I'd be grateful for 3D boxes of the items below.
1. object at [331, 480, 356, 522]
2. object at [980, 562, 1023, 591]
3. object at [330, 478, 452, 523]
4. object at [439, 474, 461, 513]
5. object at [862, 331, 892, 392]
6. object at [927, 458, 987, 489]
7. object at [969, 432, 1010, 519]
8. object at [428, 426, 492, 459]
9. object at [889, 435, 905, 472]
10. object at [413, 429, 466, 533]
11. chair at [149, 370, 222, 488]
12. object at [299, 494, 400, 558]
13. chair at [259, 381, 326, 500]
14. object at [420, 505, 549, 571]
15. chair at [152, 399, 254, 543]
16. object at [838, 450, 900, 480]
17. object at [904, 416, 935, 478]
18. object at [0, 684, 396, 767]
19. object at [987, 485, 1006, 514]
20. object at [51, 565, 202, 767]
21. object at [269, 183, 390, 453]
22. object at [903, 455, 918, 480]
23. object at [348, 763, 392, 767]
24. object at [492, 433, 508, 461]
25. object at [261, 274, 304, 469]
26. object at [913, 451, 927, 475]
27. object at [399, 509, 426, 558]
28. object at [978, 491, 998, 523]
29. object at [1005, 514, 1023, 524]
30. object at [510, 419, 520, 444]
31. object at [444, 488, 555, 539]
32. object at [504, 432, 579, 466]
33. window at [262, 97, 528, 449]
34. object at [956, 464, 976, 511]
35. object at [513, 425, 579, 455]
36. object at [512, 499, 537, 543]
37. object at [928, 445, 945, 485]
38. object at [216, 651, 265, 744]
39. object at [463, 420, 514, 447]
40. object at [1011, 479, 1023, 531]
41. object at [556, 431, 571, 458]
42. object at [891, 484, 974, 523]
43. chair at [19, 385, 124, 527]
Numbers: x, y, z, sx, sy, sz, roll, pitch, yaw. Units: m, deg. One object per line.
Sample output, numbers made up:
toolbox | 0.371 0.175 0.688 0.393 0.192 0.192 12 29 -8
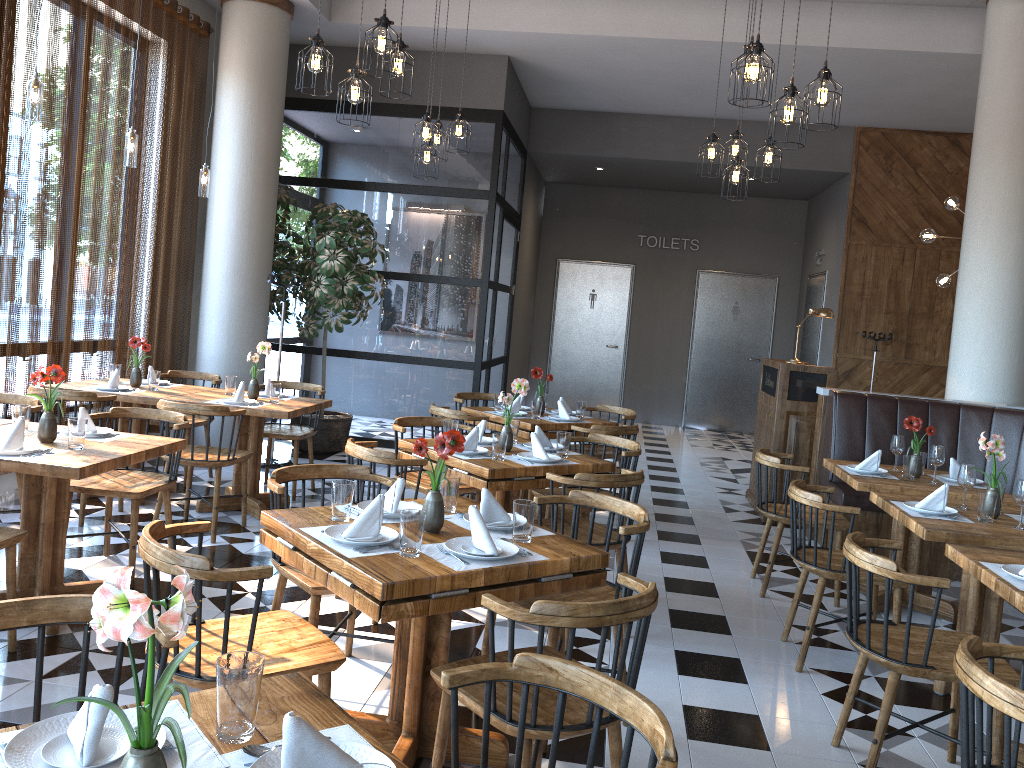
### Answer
object | -0.577 0.398 3.008 0.080 0.132 0.080 6 3 12
object | 1.820 0.605 3.041 0.272 0.137 0.352 6 4 7
object | -0.428 0.394 3.179 0.352 0.137 0.273 2 5 -38
object | -0.235 0.406 3.276 0.080 0.132 0.080 6 3 12
object | 4.161 0.220 10.296 0.375 1.655 0.374 6 3 30
object | 2.620 0.503 5.155 0.272 0.137 0.352 6 4 7
object | 2.215 0.420 4.113 0.146 0.399 0.207 6 3 15
object | -0.235 0.290 4.651 0.271 0.137 0.353 2 5 -38
object | 2.334 0.420 5.375 0.081 0.215 0.081 5 3 -1
object | -0.244 0.322 2.928 0.156 0.354 0.171 4 3 -28
chair | -2.566 0.329 6.844 0.520 0.816 0.550 5 3 7
object | -0.470 0.421 2.803 0.271 0.137 0.353 2 5 -38
chair | -1.733 0.411 6.738 0.520 0.816 0.550 5 3 7
object | -0.095 0.458 2.759 0.352 0.137 0.273 2 5 -38
chair | -1.900 0.503 5.444 0.520 0.816 0.550 5 3 7
object | 2.102 0.451 5.229 0.272 0.137 0.352 6 4 7
object | 2.372 0.367 5.203 0.156 0.354 0.171 5 3 0
object | -0.477 0.540 1.350 0.581 0.137 0.579 2 6 -38
object | 2.302 0.553 4.226 0.080 0.132 0.080 5 3 7
object | -0.497 0.422 1.158 0.207 0.399 0.146 6 3 27
object | -2.049 -0.653 8.489 1.633 2.588 1.383 5 3 -9
object | 2.289 0.480 5.103 0.080 0.132 0.080 5 3 -8
object | -0.192 0.583 1.167 0.080 0.132 0.080 4 3 -28
object | -0.065 0.320 4.506 0.080 0.132 0.080 6 3 22
object | -2.031 -0.118 7.716 0.375 1.655 0.374 6 3 30
object | 2.443 0.476 5.320 0.080 0.132 0.080 5 3 7
object | -0.302 0.450 2.663 0.080 0.132 0.080 6 3 22
object | 2.148 0.558 4.009 0.080 0.132 0.080 5 3 -8
object | 2.479 0.580 4.066 0.272 0.137 0.352 6 4 7
object | 0.003 0.276 5.118 0.080 0.132 0.080 6 3 22
object | -0.053 0.431 3.134 0.271 0.137 0.353 2 5 -38
object | 0.140 0.327 4.607 0.352 0.137 0.273 2 5 -38
window | -1.401 -1.199 10.233 2.729 3.543 2.189 5 3 7
object | 2.193 0.497 4.281 0.081 0.215 0.081 5 3 -1
object | 0.182 0.300 4.982 0.271 0.137 0.353 2 5 -38
object | 0.037 0.458 2.943 0.080 0.132 0.080 6 3 12
object | 2.396 0.456 5.006 0.081 0.215 0.081 7 3 38
object | -0.464 0.532 1.499 0.080 0.132 0.080 4 3 -28
object | -0.193 0.263 5.026 0.352 0.137 0.273 2 5 -38
object | 2.255 0.533 3.912 0.081 0.215 0.081 7 3 38
object | 0.275 0.327 4.786 0.080 0.132 0.080 6 3 22
object | 1.961 0.528 4.140 0.272 0.137 0.352 6 4 7
chair | -2.734 0.420 5.549 0.520 0.816 0.550 5 3 7
